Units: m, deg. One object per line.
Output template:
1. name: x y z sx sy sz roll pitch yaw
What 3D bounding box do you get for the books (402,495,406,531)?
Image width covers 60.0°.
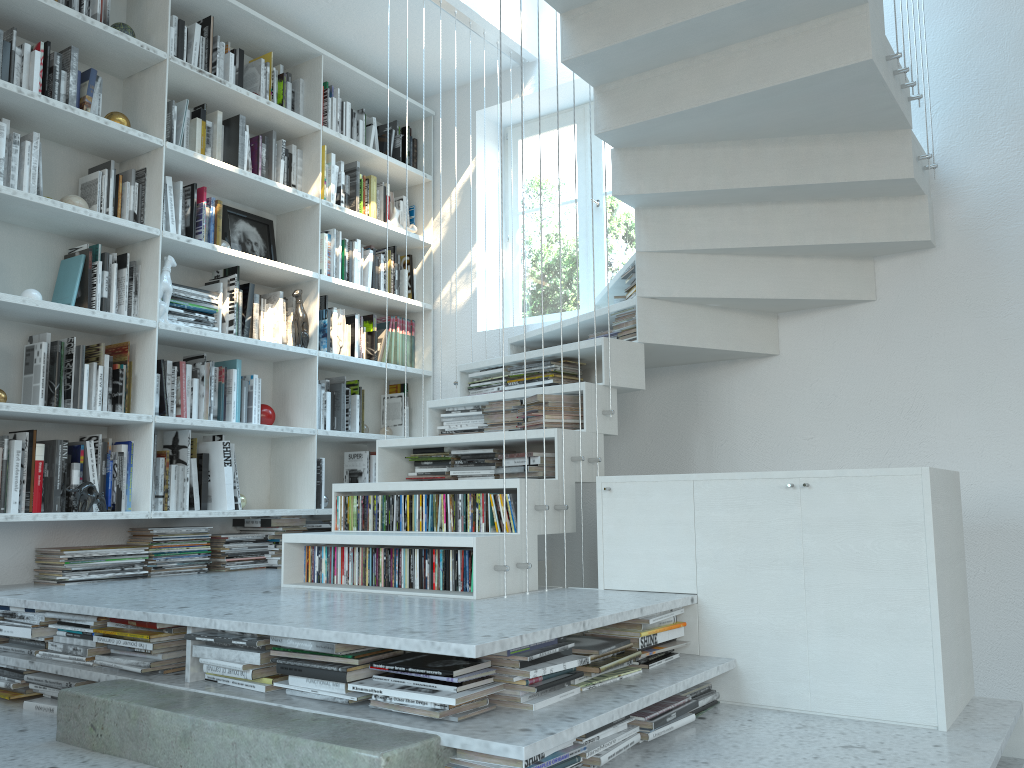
1. books: -0.342 0.453 3.119 0.010 0.125 0.125 -5 -9 34

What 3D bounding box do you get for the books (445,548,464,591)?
1. books: -0.168 0.584 2.803 0.010 0.125 0.125 -5 -9 34

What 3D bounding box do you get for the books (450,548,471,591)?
1. books: -0.154 0.583 2.794 0.007 0.125 0.125 -5 -9 34

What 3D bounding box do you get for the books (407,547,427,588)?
1. books: -0.299 0.598 2.892 0.007 0.125 0.125 -5 -9 34

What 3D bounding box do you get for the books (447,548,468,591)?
1. books: -0.162 0.584 2.799 0.009 0.125 0.125 -5 -9 34

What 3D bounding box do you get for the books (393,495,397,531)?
1. books: -0.373 0.457 3.141 0.012 0.125 0.125 -5 -9 34

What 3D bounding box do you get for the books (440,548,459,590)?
1. books: -0.186 0.586 2.816 0.008 0.125 0.125 -5 -9 34

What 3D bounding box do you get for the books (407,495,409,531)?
1. books: -0.323 0.451 3.107 0.010 0.125 0.125 -5 -9 34

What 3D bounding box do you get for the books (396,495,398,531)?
1. books: -0.364 0.456 3.134 0.010 0.125 0.125 -5 -9 34

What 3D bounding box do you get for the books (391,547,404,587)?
1. books: -0.356 0.603 2.931 0.008 0.125 0.125 -5 -9 34

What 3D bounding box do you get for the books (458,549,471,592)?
1. books: -0.127 0.580 2.776 0.010 0.125 0.125 -5 -9 34

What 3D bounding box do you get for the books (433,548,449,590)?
1. books: -0.209 0.589 2.831 0.008 0.125 0.125 -5 -9 34

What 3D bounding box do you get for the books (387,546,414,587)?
1. books: -0.368 0.605 2.939 0.008 0.125 0.125 -5 -9 34

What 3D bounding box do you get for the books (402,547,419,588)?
1. books: -0.317 0.600 2.905 0.008 0.125 0.125 -5 -9 34

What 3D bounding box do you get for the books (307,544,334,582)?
1. books: -0.679 0.636 3.150 0.008 0.125 0.125 -5 -9 34

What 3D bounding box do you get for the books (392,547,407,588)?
1. books: -0.350 0.603 2.927 0.007 0.125 0.125 -5 -9 34

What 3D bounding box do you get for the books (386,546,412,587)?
1. books: -0.374 0.605 2.943 0.008 0.125 0.125 -5 -9 34

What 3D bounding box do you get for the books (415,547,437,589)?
1. books: -0.271 0.595 2.873 0.008 0.125 0.125 -5 -9 34

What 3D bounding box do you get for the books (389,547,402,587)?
1. books: -0.362 0.604 2.935 0.008 0.125 0.125 -5 -9 34

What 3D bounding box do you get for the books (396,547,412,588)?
1. books: -0.337 0.601 2.918 0.008 0.125 0.125 -5 -9 34

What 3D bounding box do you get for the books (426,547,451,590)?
1. books: -0.234 0.591 2.848 0.007 0.125 0.125 -5 -9 34

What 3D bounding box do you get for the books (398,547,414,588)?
1. books: -0.330 0.601 2.914 0.010 0.125 0.125 -5 -9 34

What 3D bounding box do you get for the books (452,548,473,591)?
1. books: -0.146 0.582 2.788 0.010 0.125 0.125 -5 -9 34

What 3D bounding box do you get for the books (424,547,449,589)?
1. books: -0.241 0.592 2.853 0.008 0.125 0.125 -5 -9 34

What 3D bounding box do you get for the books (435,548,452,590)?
1. books: -0.201 0.588 2.826 0.010 0.125 0.125 -5 -9 34

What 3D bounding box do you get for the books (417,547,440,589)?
1. books: -0.264 0.594 2.869 0.008 0.125 0.125 -5 -9 34

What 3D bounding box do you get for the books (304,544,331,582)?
1. books: -0.691 0.637 3.158 0.007 0.125 0.125 -5 -9 34

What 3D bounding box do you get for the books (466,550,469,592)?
1. books: -0.101 0.578 2.758 0.011 0.125 0.125 -5 -9 34

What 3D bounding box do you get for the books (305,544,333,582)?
1. books: -0.685 0.637 3.154 0.008 0.125 0.125 -5 -9 34

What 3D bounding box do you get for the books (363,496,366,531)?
1. books: -0.495 0.469 3.223 0.010 0.125 0.125 -5 -9 34

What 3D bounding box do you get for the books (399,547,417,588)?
1. books: -0.325 0.600 2.910 0.010 0.125 0.125 -5 -9 34

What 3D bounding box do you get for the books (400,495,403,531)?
1. books: -0.350 0.454 3.125 0.007 0.125 0.125 -5 -9 34

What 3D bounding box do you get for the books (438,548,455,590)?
1. books: -0.193 0.587 2.820 0.010 0.125 0.125 -5 -9 34

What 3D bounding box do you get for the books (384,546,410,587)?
1. books: -0.381 0.606 2.948 0.008 0.125 0.125 -5 -9 34

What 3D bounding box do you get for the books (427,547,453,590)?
1. books: -0.228 0.591 2.845 0.007 0.125 0.125 -5 -9 34

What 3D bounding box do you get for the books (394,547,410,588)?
1. books: -0.344 0.602 2.923 0.008 0.125 0.125 -5 -9 34

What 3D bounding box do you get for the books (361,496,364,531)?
1. books: -0.502 0.470 3.228 0.008 0.125 0.125 -5 -9 34

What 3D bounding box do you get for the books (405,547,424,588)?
1. books: -0.305 0.598 2.896 0.008 0.125 0.125 -5 -9 34

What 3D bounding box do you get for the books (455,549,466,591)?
1. books: -0.136 0.581 2.782 0.014 0.125 0.125 -5 -9 34

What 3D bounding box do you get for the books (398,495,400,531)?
1. books: -0.358 0.455 3.130 0.009 0.125 0.125 -5 -9 34

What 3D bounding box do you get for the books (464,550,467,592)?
1. books: -0.109 0.579 2.764 0.009 0.125 0.125 -5 -9 34

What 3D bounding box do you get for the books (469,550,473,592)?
1. books: -0.093 0.577 2.752 0.009 0.125 0.125 -5 -9 34

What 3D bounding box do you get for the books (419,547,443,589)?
1. books: -0.258 0.594 2.864 0.010 0.125 0.125 -5 -9 34

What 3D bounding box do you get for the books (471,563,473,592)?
1. books: -0.084 0.576 2.746 0.016 0.125 0.125 -5 -9 34

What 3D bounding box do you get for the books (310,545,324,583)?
1. books: -0.664 0.635 3.140 0.009 0.125 0.125 -5 -9 34

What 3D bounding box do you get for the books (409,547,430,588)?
1. books: -0.292 0.597 2.888 0.008 0.125 0.125 -5 -9 34

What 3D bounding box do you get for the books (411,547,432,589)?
1. books: -0.284 0.596 2.882 0.011 0.125 0.125 -5 -9 34

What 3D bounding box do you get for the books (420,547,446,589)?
1. books: -0.250 0.593 2.859 0.012 0.125 0.125 -5 -9 34

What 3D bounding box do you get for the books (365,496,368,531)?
1. books: -0.486 0.468 3.217 0.010 0.125 0.125 -5 -9 34

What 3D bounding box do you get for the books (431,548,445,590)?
1. books: -0.216 0.589 2.836 0.008 0.125 0.125 -5 -9 34

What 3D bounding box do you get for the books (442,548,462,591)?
1. books: -0.177 0.585 2.810 0.012 0.125 0.125 -5 -9 34

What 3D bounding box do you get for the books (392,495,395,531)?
1. books: -0.382 0.457 3.147 0.008 0.125 0.125 -5 -9 34

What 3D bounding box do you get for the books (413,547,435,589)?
1. books: -0.278 0.596 2.878 0.011 0.125 0.125 -5 -9 34

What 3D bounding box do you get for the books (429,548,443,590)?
1. books: -0.222 0.590 2.840 0.007 0.125 0.125 -5 -9 34

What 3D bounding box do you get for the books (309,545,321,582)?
1. books: -0.671 0.635 3.145 0.010 0.125 0.125 -5 -9 34

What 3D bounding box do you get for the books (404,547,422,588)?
1. books: -0.311 0.599 2.900 0.008 0.125 0.125 -5 -9 34

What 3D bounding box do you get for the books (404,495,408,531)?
1. books: -0.332 0.452 3.113 0.014 0.125 0.125 -5 -9 34

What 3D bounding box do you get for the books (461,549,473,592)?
1. books: -0.117 0.579 2.769 0.013 0.125 0.125 -5 -9 34
